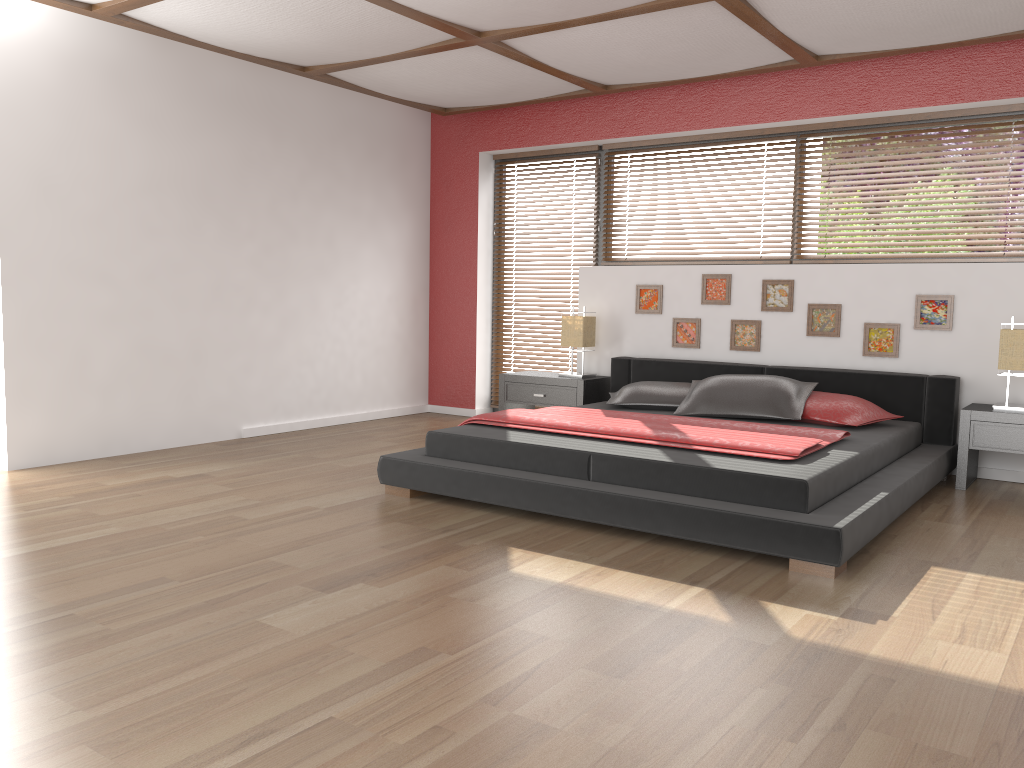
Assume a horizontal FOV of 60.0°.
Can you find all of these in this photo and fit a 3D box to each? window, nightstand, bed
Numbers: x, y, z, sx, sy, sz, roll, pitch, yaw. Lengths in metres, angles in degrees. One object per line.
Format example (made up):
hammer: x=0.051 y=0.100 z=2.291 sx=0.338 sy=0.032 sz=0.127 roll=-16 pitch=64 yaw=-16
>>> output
window: x=1.881 y=-1.218 z=5.812 sx=2.817 sy=0.786 sz=0.020 roll=5 pitch=7 yaw=35
nightstand: x=0.301 y=0.148 z=6.306 sx=0.700 sy=0.423 sz=0.413 roll=5 pitch=7 yaw=35
window: x=0.276 y=-0.813 z=6.981 sx=0.889 sy=1.893 sz=0.020 roll=5 pitch=7 yaw=35
nightstand: x=2.733 y=0.354 z=4.602 sx=0.700 sy=0.423 sz=0.413 roll=5 pitch=7 yaw=35
bed: x=0.825 y=0.232 z=4.714 sx=2.469 sy=0.577 sz=2.413 roll=5 pitch=7 yaw=35

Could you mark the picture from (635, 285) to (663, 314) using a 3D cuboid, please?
picture: x=0.941 y=-0.581 z=6.094 sx=0.200 sy=0.200 sz=0.010 roll=5 pitch=7 yaw=35

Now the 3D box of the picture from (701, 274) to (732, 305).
picture: x=1.338 y=-0.619 z=5.811 sx=0.200 sy=0.200 sz=0.010 roll=5 pitch=7 yaw=35

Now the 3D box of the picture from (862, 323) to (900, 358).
picture: x=2.182 y=-0.260 z=5.243 sx=0.200 sy=0.200 sz=0.010 roll=5 pitch=7 yaw=35

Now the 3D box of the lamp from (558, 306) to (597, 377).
lamp: x=0.463 y=-0.303 z=6.204 sx=0.200 sy=0.480 sz=0.200 roll=5 pitch=7 yaw=35

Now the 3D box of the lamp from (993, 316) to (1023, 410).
lamp: x=2.667 y=-0.116 z=4.659 sx=0.200 sy=0.480 sz=0.200 roll=5 pitch=7 yaw=35

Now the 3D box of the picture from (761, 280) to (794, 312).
picture: x=1.671 y=-0.556 z=5.580 sx=0.200 sy=0.200 sz=0.010 roll=5 pitch=7 yaw=35

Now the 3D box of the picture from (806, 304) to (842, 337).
picture: x=1.908 y=-0.390 z=5.426 sx=0.200 sy=0.200 sz=0.010 roll=5 pitch=7 yaw=35

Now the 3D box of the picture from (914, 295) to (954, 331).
picture: x=2.411 y=-0.409 z=5.069 sx=0.200 sy=0.200 sz=0.010 roll=5 pitch=7 yaw=35

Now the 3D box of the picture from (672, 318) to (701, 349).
picture: x=1.170 y=-0.342 z=5.953 sx=0.200 sy=0.200 sz=0.010 roll=5 pitch=7 yaw=35

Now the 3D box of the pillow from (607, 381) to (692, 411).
pillow: x=0.950 y=0.077 z=5.430 sx=0.745 sy=0.172 sz=0.418 roll=2 pitch=6 yaw=10

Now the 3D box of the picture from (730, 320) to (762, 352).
picture: x=1.505 y=-0.313 z=5.718 sx=0.200 sy=0.200 sz=0.010 roll=5 pitch=7 yaw=35

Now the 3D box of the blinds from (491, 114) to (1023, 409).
blinds: x=1.829 y=-0.638 z=5.813 sx=4.840 sy=1.952 sz=0.032 roll=5 pitch=7 yaw=35

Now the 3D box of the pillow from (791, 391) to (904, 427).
pillow: x=1.726 y=0.136 z=4.951 sx=0.418 sy=0.172 sz=0.745 roll=-3 pitch=7 yaw=-36

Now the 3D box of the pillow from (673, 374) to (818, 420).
pillow: x=1.320 y=0.067 z=5.061 sx=0.744 sy=0.241 sz=0.386 roll=4 pitch=6 yaw=30
